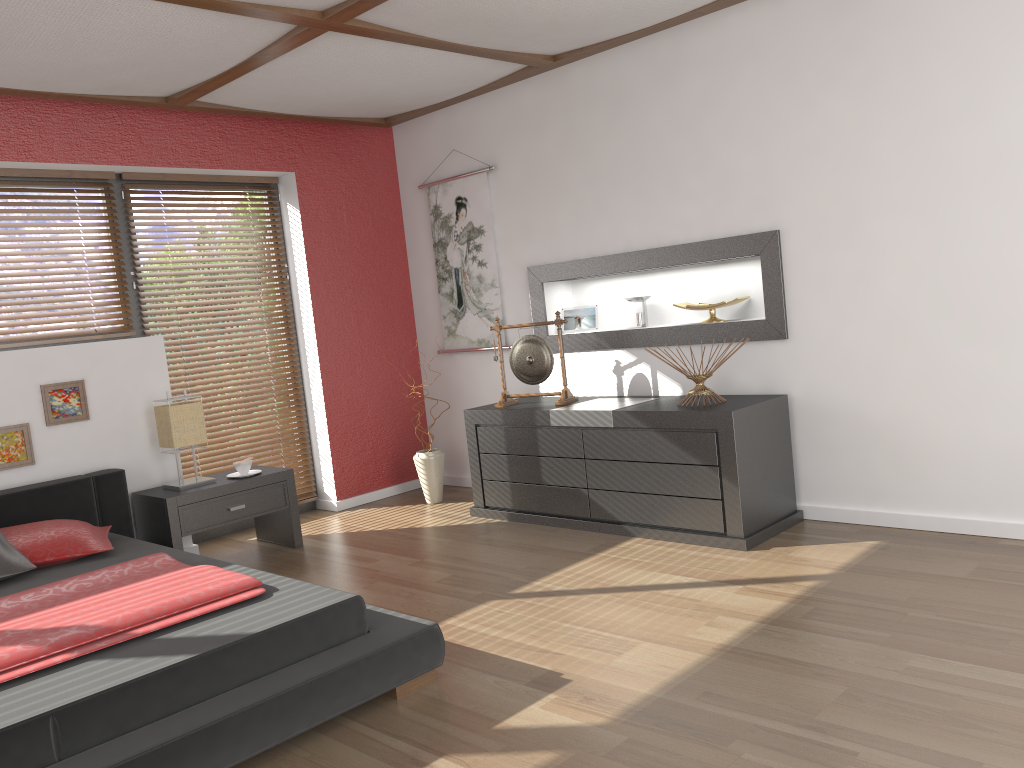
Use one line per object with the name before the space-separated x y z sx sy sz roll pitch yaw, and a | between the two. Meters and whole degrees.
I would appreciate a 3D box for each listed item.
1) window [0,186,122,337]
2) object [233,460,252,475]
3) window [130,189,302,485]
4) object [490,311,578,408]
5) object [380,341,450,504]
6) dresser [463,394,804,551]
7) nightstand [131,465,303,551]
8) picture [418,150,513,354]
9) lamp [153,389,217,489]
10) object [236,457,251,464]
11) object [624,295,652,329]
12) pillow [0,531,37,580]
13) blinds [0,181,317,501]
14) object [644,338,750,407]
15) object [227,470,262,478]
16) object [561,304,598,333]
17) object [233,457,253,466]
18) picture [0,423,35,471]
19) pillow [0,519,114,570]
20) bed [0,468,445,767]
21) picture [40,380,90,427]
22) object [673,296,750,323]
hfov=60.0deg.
window | -3.138 -0.496 3.856 0.020 0.786 2.817 -1 7 44
object | -1.411 0.443 4.660 0.099 0.069 0.099 -8 5 -20
window | -1.732 -0.225 5.285 0.020 1.893 0.889 -1 7 44
object | 0.107 -0.137 4.868 0.490 0.498 0.173 -3 6 29
object | -0.578 0.229 5.423 0.364 1.035 0.422 -4 5 20
dresser | 0.539 0.396 4.582 1.740 0.608 0.540 -1 7 44
nightstand | -1.520 0.710 4.621 0.413 0.423 0.700 -1 7 44
picture | -0.304 -0.833 5.579 0.701 1.270 0.028 -1 7 44
lamp | -1.681 0.270 4.526 0.200 0.480 0.200 -1 7 44
object | -1.416 0.405 4.664 0.007 0.007 0.192 -5 5 9
object | 0.705 -0.397 4.905 0.159 0.171 0.159 -6 5 3
pillow | -2.236 0.685 3.289 0.386 0.241 0.744 -2 6 40
blinds | -3.029 0.076 3.855 0.032 1.952 4.840 -1 7 44
object | 0.876 -0.050 4.153 0.481 0.282 0.481 -5 5 11
object | -1.407 0.475 4.663 0.179 0.012 0.179 -8 5 -20
object | 0.394 -0.379 5.165 0.226 0.146 0.041 -4 5 24
object | -1.406 0.405 4.643 0.007 0.007 0.192 -5 5 14
picture | -2.347 0.297 4.138 0.010 0.200 0.200 -1 7 44
pillow | -2.054 0.684 3.675 0.745 0.172 0.418 -9 6 -26
bed | -1.942 0.841 2.758 2.413 0.577 2.469 -1 7 44
picture | -2.175 0.092 4.319 0.010 0.200 0.200 -1 7 44
object | 1.031 -0.375 4.568 0.350 0.116 0.181 -3 6 34
